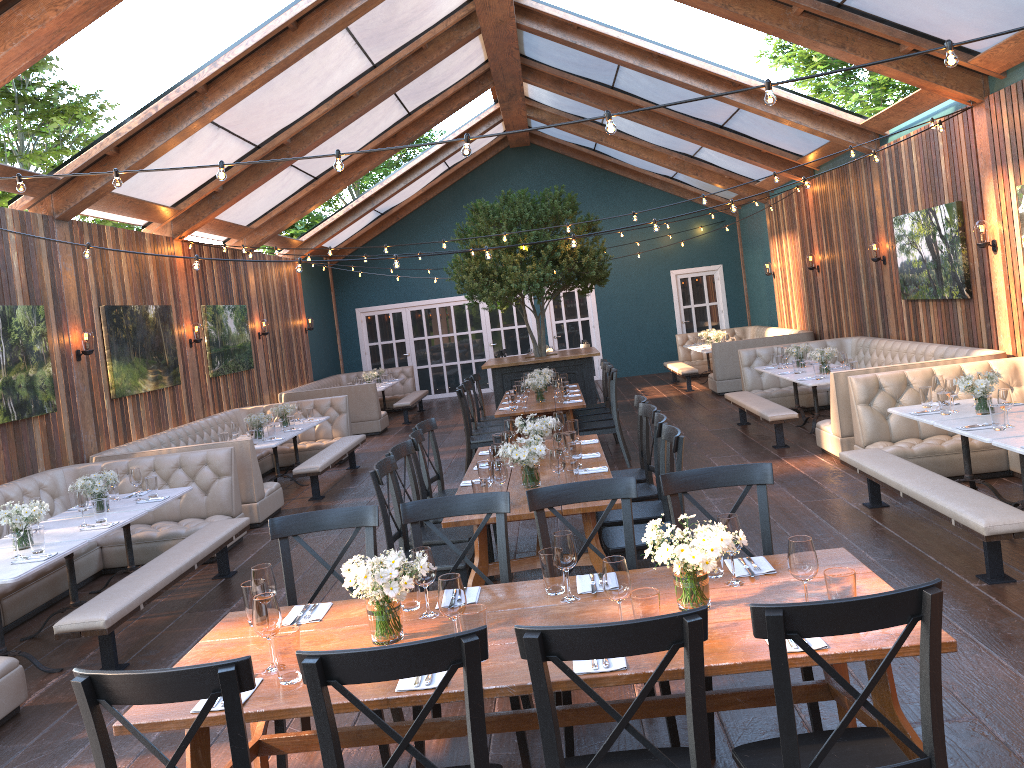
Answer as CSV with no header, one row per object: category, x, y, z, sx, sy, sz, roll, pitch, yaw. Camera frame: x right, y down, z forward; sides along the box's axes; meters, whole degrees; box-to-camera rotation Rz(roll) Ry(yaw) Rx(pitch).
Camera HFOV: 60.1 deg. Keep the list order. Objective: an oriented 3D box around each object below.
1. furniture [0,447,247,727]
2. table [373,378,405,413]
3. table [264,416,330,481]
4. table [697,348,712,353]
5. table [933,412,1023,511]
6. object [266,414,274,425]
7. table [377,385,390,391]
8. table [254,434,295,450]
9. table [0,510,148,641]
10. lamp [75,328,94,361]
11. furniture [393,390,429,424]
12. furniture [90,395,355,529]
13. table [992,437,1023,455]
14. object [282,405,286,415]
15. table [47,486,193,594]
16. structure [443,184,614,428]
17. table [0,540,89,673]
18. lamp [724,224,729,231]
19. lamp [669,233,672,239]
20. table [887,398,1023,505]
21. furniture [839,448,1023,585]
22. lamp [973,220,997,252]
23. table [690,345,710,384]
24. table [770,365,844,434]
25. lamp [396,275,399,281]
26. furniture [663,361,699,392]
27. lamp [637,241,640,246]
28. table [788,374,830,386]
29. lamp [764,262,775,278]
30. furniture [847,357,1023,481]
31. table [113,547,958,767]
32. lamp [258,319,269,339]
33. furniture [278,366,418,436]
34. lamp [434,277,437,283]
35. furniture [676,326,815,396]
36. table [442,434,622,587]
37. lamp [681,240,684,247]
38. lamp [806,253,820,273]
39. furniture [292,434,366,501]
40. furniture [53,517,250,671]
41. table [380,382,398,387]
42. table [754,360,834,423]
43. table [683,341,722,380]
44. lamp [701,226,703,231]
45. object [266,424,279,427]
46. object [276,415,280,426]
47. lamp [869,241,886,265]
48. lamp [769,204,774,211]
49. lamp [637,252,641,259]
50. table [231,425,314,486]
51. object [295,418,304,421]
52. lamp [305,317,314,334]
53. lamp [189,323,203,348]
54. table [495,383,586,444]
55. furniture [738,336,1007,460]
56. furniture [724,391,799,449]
furniture,-3.390,1.270,6.018,1.708,0.857,4.172,-7,5,3
table,-2.517,0.290,17.399,0.798,0.671,0.801,-7,3,2
table,-2.770,0.837,11.343,0.798,0.671,0.801,-7,3,2
table,3.736,-0.294,15.488,0.798,0.671,0.801,-7,3,2
table,3.329,0.586,5.733,0.798,0.671,0.801,-7,3,3
object,-3.046,0.467,11.161,0.092,0.158,0.092,-7,2,-11
table,-2.585,0.437,15.769,0.798,0.671,0.801,-7,3,2
table,-2.838,0.984,9.713,0.798,0.671,0.801,-7,3,2
table,-2.992,1.318,6.014,0.798,0.671,0.801,-7,3,3
lamp,-4.251,-0.395,8.816,0.178,0.320,0.146,-7,2,3
furniture,-1.851,0.419,16.567,0.312,0.398,2.336,-7,5,3
furniture,-3.201,0.861,10.546,1.708,0.857,4.172,-7,5,3
table,3.295,0.660,4.918,0.798,0.671,0.801,-7,3,2
object,-2.926,0.384,11.454,0.092,0.244,0.092,-8,2,-39
table,-2.958,1.244,6.829,0.798,0.671,0.801,-7,3,2
structure,0.371,-1.290,14.023,2.710,3.691,2.862,-6,2,11
table,-3.026,1.391,5.199,0.798,0.671,0.801,-7,3,2
lamp,3.511,-2.550,14.449,0.056,0.118,0.066,-7,2,-21
lamp,3.415,-3.191,19.094,0.056,0.120,0.056,-6,2,24
table,3.363,0.513,6.548,0.798,0.671,0.801,-7,3,2
furniture,2.678,0.798,5.765,0.312,0.398,2.336,-7,5,3
lamp,4.498,-1.407,8.427,0.178,0.320,0.146,-7,2,3
table,3.770,-0.368,16.303,0.798,0.671,0.801,-7,3,3
table,3.517,0.179,10.247,0.798,0.671,0.801,-7,3,3
lamp,-2.139,-1.980,16.517,0.056,0.119,0.059,-7,2,7
furniture,3.120,-0.157,16.346,0.312,0.398,2.336,-7,5,3
lamp,2.702,-3.009,18.933,0.056,0.119,0.061,-7,2,4
table,3.483,0.252,9.432,0.798,0.671,0.801,-7,3,2
lamp,4.842,-2.152,16.682,0.178,0.320,0.146,-7,2,3
furniture,3.753,0.443,5.707,1.708,0.857,4.172,-7,5,3
table,0.102,1.175,3.008,2.429,0.729,0.953,-7,3,3
lamp,-4.021,-0.892,14.326,0.178,0.320,0.146,-7,2,3
furniture,-2.949,0.316,16.590,1.708,0.857,4.172,-7,5,3
lamp,-1.406,-1.916,16.268,0.074,0.115,0.056,-9,3,-44
furniture,4.193,-0.509,16.259,1.708,0.857,4.172,-7,5,3
table,0.195,0.923,5.837,0.950,0.728,2.439,-7,5,3
lamp,2.838,-2.345,14.738,0.056,0.121,0.056,-7,2,-20
lamp,4.728,-1.904,13.937,0.178,0.320,0.146,-7,2,3
furniture,-2.104,0.966,10.500,0.312,0.398,2.336,-7,5,3
furniture,-2.292,1.374,5.986,0.312,0.398,2.336,-7,5,3
table,-2.551,0.364,16.584,0.798,0.671,0.801,-7,3,3
table,3.551,0.105,11.063,0.798,0.671,0.801,-7,3,2
table,3.804,-0.441,17.118,0.798,0.671,0.801,-7,3,2
lamp,4.134,-3.389,19.260,0.056,0.121,0.056,-7,2,-15
object,-3.076,0.526,11.333,0.255,0.019,0.158,-7,5,3
object,-2.952,0.408,11.213,0.092,0.244,0.092,-8,2,-39
lamp,4.613,-1.657,11.194,0.178,0.320,0.146,-7,2,3
lamp,4.151,-2.823,14.172,0.073,0.115,0.056,-6,2,9
lamp,2.153,-2.191,15.034,0.056,0.121,0.056,-7,2,-21
table,-2.804,0.910,10.528,0.798,0.671,0.801,-7,3,3
object,-2.810,0.471,11.599,0.157,0.019,0.256,-7,5,3
lamp,-3.907,-1.140,17.071,0.178,0.320,0.146,-7,2,3
lamp,-4.136,-0.644,11.582,0.178,0.320,0.146,-7,2,3
table,0.383,0.516,10.344,0.950,0.728,2.439,-7,5,3
furniture,3.942,0.035,10.225,1.708,0.857,4.172,-7,5,3
furniture,2.867,0.391,10.279,0.312,0.398,2.336,-7,5,3
